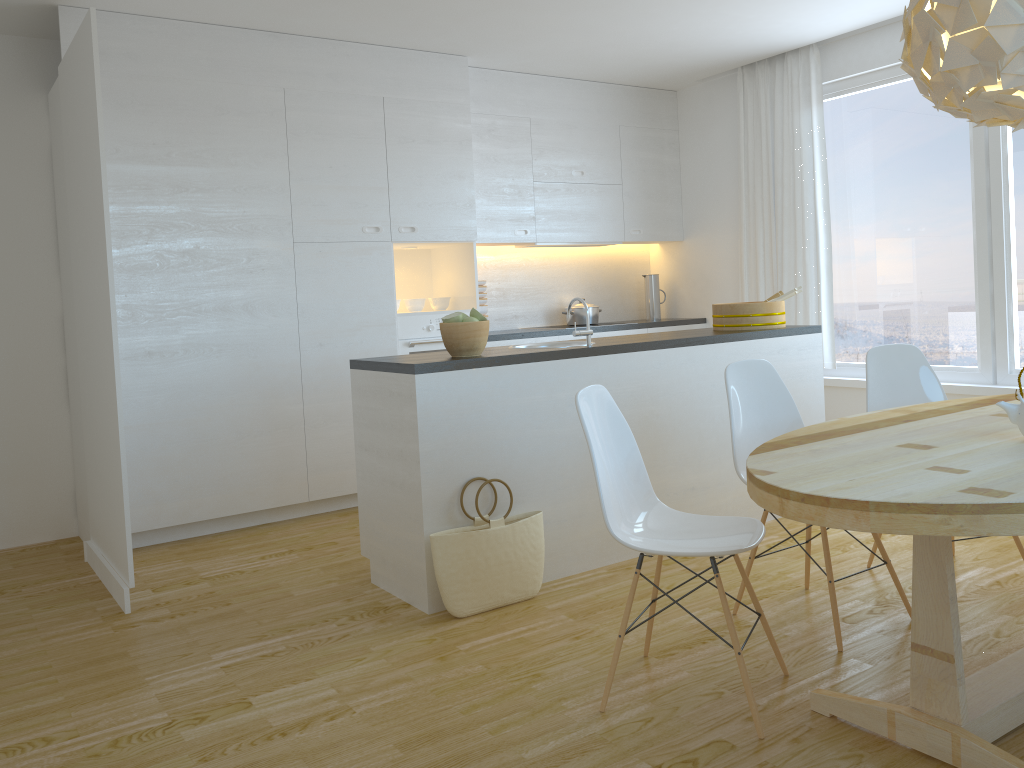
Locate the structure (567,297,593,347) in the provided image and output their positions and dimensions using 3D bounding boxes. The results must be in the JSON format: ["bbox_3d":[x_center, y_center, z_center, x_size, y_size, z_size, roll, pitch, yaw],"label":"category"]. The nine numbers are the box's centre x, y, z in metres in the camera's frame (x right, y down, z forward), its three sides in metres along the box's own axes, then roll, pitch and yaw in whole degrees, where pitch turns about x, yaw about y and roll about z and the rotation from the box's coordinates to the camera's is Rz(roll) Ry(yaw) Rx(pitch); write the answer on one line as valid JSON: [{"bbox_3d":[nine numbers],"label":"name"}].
[{"bbox_3d":[0.270,-0.272,3.889,0.097,0.214,0.162,-5,4,-33],"label":"structure"}]

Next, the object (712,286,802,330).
[{"bbox_3d":[1.288,-0.405,4.734,0.430,0.213,0.380,-3,5,-5],"label":"object"}]

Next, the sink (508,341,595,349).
[{"bbox_3d":[0.186,-0.105,4.083,0.404,0.156,0.405,-2,5,8],"label":"sink"}]

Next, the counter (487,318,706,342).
[{"bbox_3d":[0.477,-0.398,6.404,2.006,0.040,0.601,-7,7,-34],"label":"counter"}]

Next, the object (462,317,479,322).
[{"bbox_3d":[-0.165,-0.232,3.604,0.081,0.085,0.098,-2,4,21],"label":"object"}]

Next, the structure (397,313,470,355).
[{"bbox_3d":[-0.435,-0.131,5.448,0.562,0.594,0.049,-5,3,-34],"label":"structure"}]

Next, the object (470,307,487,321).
[{"bbox_3d":[-0.139,-0.283,3.661,0.074,0.071,0.077,-4,4,-9],"label":"object"}]

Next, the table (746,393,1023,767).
[{"bbox_3d":[1.555,0.488,2.523,2.196,0.723,1.194,-7,6,-35],"label":"table"}]

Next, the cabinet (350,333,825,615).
[{"bbox_3d":[0.488,0.286,4.244,2.407,0.908,0.601,-6,4,-34],"label":"cabinet"}]

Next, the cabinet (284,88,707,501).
[{"bbox_3d":[-0.003,-0.656,6.009,3.209,2.295,0.481,-6,3,-34],"label":"cabinet"}]

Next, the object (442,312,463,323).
[{"bbox_3d":[-0.242,-0.256,3.586,0.084,0.065,0.086,-5,5,-22],"label":"object"}]

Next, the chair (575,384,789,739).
[{"bbox_3d":[0.486,0.452,2.581,0.523,0.899,0.431,-2,3,26],"label":"chair"}]

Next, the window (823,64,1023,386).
[{"bbox_3d":[2.712,-0.954,4.988,0.088,1.913,2.729,-4,4,-34],"label":"window"}]

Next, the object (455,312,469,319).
[{"bbox_3d":[-0.212,-0.251,3.671,0.102,0.098,0.087,-4,4,-13],"label":"object"}]

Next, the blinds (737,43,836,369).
[{"bbox_3d":[1.790,-1.186,5.994,0.150,2.155,0.795,-4,3,-34],"label":"blinds"}]

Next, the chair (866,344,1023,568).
[{"bbox_3d":[1.678,0.302,3.478,0.430,0.899,0.524,-4,3,-14],"label":"chair"}]

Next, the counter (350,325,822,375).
[{"bbox_3d":[0.463,-0.187,4.228,2.407,0.040,0.601,-7,7,-34],"label":"counter"}]

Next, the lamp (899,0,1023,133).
[{"bbox_3d":[1.438,-1.284,2.517,0.640,1.132,0.647,-5,3,-34],"label":"lamp"}]

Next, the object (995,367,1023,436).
[{"bbox_3d":[1.403,0.044,2.341,0.147,0.211,0.177,-5,4,-34],"label":"object"}]

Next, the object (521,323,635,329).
[{"bbox_3d":[0.477,-0.417,6.408,0.656,0.013,0.562,-7,7,-34],"label":"object"}]

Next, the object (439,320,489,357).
[{"bbox_3d":[-0.191,-0.185,3.628,0.205,0.141,0.206,-2,5,18],"label":"object"}]

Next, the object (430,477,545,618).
[{"bbox_3d":[0.311,0.613,3.133,1.189,0.500,0.473,0,5,34],"label":"object"}]
